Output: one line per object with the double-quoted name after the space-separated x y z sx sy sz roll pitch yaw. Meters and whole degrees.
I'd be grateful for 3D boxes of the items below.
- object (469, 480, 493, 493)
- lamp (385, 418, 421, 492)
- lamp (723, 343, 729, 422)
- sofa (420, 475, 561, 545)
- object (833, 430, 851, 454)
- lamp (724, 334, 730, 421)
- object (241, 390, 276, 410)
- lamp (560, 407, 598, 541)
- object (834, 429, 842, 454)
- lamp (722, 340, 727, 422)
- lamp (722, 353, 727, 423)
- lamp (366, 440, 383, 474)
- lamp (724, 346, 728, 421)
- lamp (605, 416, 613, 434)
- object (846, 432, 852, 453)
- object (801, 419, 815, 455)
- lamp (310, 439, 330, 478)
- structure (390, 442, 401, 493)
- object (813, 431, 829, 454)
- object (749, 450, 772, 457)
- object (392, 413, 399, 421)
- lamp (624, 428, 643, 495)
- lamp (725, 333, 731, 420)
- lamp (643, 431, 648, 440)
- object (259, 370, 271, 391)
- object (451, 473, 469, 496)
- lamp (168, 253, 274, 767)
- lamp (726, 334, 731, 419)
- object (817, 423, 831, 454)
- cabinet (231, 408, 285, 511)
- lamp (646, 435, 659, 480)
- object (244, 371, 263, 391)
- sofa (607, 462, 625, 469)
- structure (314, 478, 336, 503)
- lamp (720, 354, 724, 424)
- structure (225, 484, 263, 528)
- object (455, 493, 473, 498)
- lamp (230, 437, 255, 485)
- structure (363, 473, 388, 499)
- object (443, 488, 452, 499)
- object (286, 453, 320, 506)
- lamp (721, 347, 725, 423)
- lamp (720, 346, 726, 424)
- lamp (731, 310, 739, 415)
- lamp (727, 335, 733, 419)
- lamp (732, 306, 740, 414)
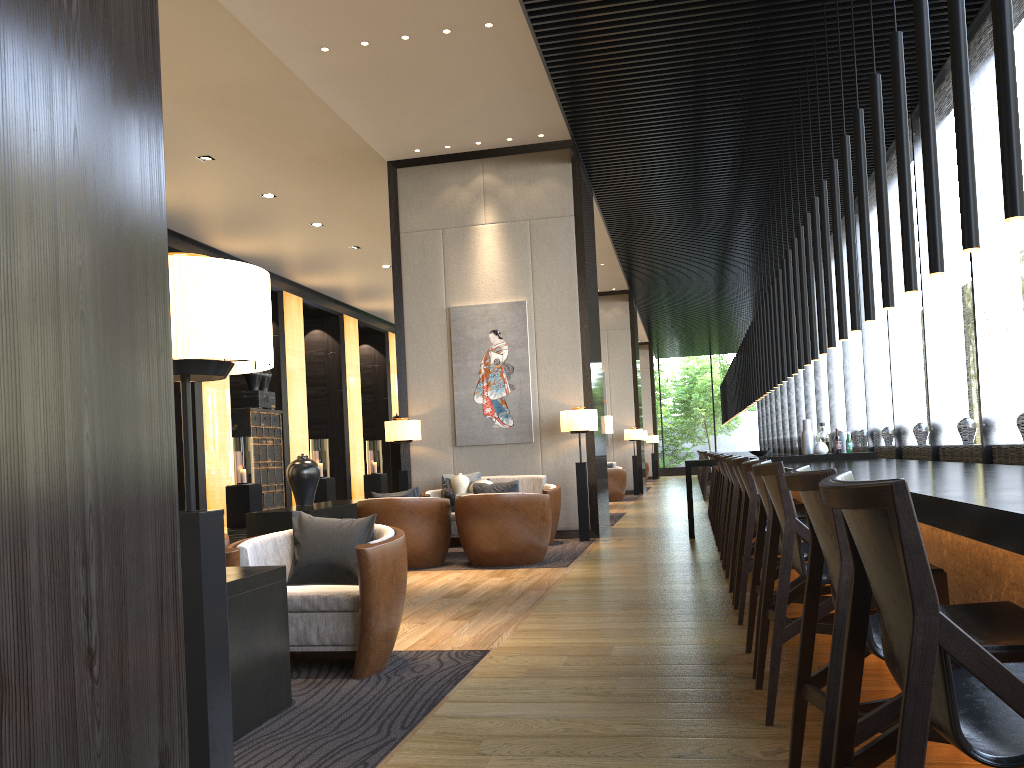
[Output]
-0.275 0.977 8.256 0.245 0.167 0.246 -4 -4 14 "object"
-1.120 1.033 9.303 0.374 1.346 0.376 -2 -2 -28 "lamp"
5.988 -0.147 24.853 0.060 2.416 0.060 -2 -1 -24 "lamp"
-0.201 1.293 9.030 1.450 0.692 0.604 -4 -3 11 "sofa"
3.190 0.558 8.552 0.169 0.219 0.169 -3 -3 7 "object"
5.786 -0.220 23.846 0.060 2.416 0.060 -2 -1 -24 "lamp"
-4.400 0.290 15.404 0.365 0.314 0.607 -3 -4 11 "object"
0.704 0.911 8.939 0.375 1.349 0.374 -4 -2 41 "lamp"
3.109 0.545 8.455 0.067 0.237 0.067 -3 -2 5 "object"
6.088 -0.110 25.351 0.060 2.416 0.060 -3 -1 16 "lamp"
6.188 -0.074 25.848 0.060 2.416 0.060 -3 -1 16 "lamp"
-3.037 1.613 19.539 0.337 0.728 0.337 -3 -2 13 "lamp"
5.887 -0.183 24.350 0.060 2.416 0.060 -2 -1 -24 "lamp"
1.060 1.040 10.712 0.375 1.349 0.375 -3 -2 1 "lamp"
3.195 0.557 8.397 0.056 0.197 0.056 -3 -2 13 "object"
2.879 0.517 8.624 0.113 0.344 0.113 -3 -2 7 "object"
-3.614 1.403 16.660 0.337 0.728 0.337 -3 -2 13 "lamp"
-1.237 1.181 10.237 0.240 1.216 0.240 -3 -2 11 "structure"
2.955 0.565 8.481 0.135 0.217 0.136 -3 -2 -2 "object"
2.439 0.687 8.692 0.227 0.067 0.228 -4 -5 14 "object"
-1.291 0.459 10.261 0.176 0.245 0.116 -3 -2 11 "object"
2.459 1.550 17.691 0.375 1.349 0.375 -4 -2 30 "lamp"
5.686 -0.257 23.347 0.060 2.416 0.060 -2 -1 -24 "lamp"
2.814 1.679 19.464 0.375 1.349 0.375 -4 -2 30 "lamp"
-4.394 -0.101 15.586 0.311 0.492 0.312 -3 -2 -7 "object"
-0.481 0.949 8.240 0.171 0.235 0.171 0 -3 -44 "object"
-0.698 0.400 1.945 0.375 1.349 0.374 -4 -2 41 "lamp"
5.586 -0.293 22.849 0.060 2.416 0.060 -2 -1 -24 "lamp"
3.034 0.530 8.637 0.129 0.305 0.129 -3 -2 -3 "object"
-4.460 1.411 15.373 0.548 1.920 1.189 -3 -2 11 "cabinet"
4.227 2.193 26.508 0.375 1.349 0.374 -4 -2 41 "lamp"
-4.459 -0.125 15.260 0.311 0.492 0.312 -2 -3 -22 "object"
1.544 1.927 17.730 1.450 0.692 0.604 -4 -3 11 "sofa"
-3.579 2.101 16.638 0.402 0.657 0.403 -3 -2 11 "structure"
6.483 0.033 27.320 0.060 2.416 0.060 -3 -1 16 "lamp"
-4.157 1.891 13.759 0.402 0.657 0.403 -3 -2 11 "structure"
-0.421 1.025 8.084 0.174 0.051 0.138 -3 -4 7 "object"
-4.191 1.193 13.781 0.337 0.728 0.337 -3 -2 17 "lamp"
-3.002 2.311 19.518 0.402 0.657 0.403 -3 -2 11 "structure"
-0.608 1.027 8.356 0.091 0.112 0.091 -1 -3 -26 "object"
-1.960 0.900 8.328 0.312 0.492 0.311 -4 -3 30 "object"
6.282 -0.040 26.320 0.060 2.416 0.060 -3 -1 16 "lamp"
6.383 -0.003 26.822 0.060 2.416 0.060 -3 -1 16 "lamp"
4.979 -0.514 19.822 0.060 2.416 0.060 -2 -1 -24 "lamp"
5.485 -0.330 22.346 0.060 2.416 0.060 -2 -1 -24 "lamp"
4.878 -0.551 19.316 0.060 2.416 0.060 -2 -1 -24 "lamp"
